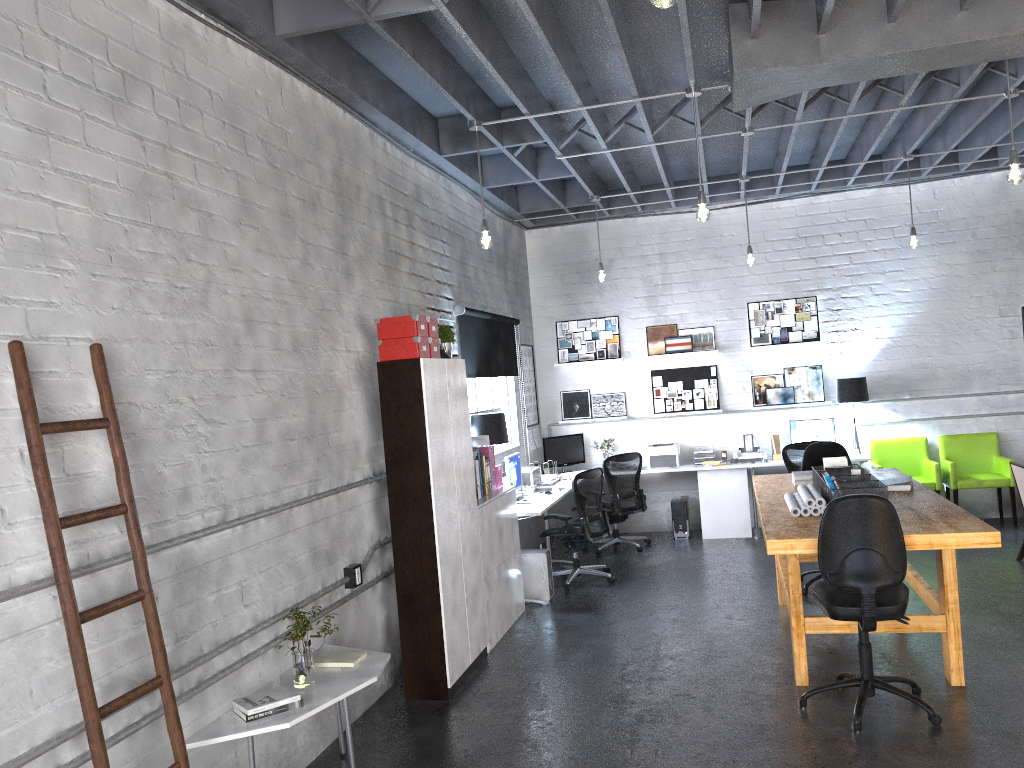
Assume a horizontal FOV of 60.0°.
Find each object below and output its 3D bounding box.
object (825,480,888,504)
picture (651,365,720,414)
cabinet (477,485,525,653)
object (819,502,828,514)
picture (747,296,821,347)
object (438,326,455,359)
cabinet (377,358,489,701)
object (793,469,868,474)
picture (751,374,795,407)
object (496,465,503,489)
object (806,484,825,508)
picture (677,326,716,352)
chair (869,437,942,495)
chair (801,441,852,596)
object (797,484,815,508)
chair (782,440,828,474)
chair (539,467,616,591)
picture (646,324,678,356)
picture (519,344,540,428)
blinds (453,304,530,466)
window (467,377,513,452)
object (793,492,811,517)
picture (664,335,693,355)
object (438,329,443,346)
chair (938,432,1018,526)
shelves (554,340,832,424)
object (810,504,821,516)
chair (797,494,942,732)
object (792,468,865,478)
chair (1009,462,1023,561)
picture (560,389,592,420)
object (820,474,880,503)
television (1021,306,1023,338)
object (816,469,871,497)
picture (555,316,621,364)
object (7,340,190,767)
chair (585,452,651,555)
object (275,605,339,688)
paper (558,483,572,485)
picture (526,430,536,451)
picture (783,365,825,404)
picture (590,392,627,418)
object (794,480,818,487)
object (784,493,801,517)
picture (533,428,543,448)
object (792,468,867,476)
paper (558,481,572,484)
[{"bbox_3d":[2.055,0.678,5.289,0.316,0.156,0.306,-5,0,14],"label":"object"},{"bbox_3d":[1.982,0.064,10.155,0.749,0.503,0.058,-5,1,14],"label":"picture"},{"bbox_3d":[-0.290,1.368,6.762,0.465,1.021,1.151,-5,0,14],"label":"cabinet"},{"bbox_3d":[1.919,0.739,5.515,0.058,0.057,0.635,-5,0,14],"label":"object"},{"bbox_3d":[3.021,-0.692,9.872,0.749,0.503,0.058,-5,1,14],"label":"picture"},{"bbox_3d":[-0.465,-0.280,6.054,0.169,0.240,0.171,-5,1,13],"label":"object"},{"bbox_3d":[-0.484,0.869,5.723,0.291,2.047,0.872,-5,1,14],"label":"cabinet"},{"bbox_3d":[2.326,0.661,6.483,0.520,0.047,0.046,-5,0,14],"label":"object"},{"bbox_3d":[2.920,0.066,9.922,0.452,0.345,0.054,-5,1,14],"label":"picture"},{"bbox_3d":[-0.201,0.760,7.211,0.214,0.177,0.161,-5,1,14],"label":"object"},{"bbox_3d":[1.888,0.692,5.520,0.057,0.057,0.635,-5,0,14],"label":"object"},{"bbox_3d":[2.103,-0.502,10.109,0.410,0.277,0.036,-5,1,14],"label":"picture"},{"bbox_3d":[4.177,1.049,9.416,0.611,0.920,0.515,-5,1,14],"label":"chair"},{"bbox_3d":[2.591,1.057,7.090,0.659,1.165,0.686,-5,1,12],"label":"chair"},{"bbox_3d":[1.833,0.696,5.534,0.057,0.057,0.635,-5,0,14],"label":"object"},{"bbox_3d":[3.008,1.090,9.158,0.731,1.031,0.753,-5,1,-17],"label":"chair"},{"bbox_3d":[0.553,1.294,8.108,0.753,1.031,0.731,-5,1,18],"label":"chair"},{"bbox_3d":[1.729,-0.505,10.204,0.355,0.343,0.042,-5,1,14],"label":"picture"},{"bbox_3d":[0.198,0.015,10.110,0.020,0.935,0.658,-5,1,14],"label":"picture"},{"bbox_3d":[-0.135,0.117,8.558,0.100,1.632,2.118,-5,0,14],"label":"blinds"},{"bbox_3d":[-0.270,0.068,8.589,0.030,1.220,1.821,-5,0,14],"label":"window"},{"bbox_3d":[1.809,0.748,5.542,0.058,0.057,0.635,-5,0,14],"label":"object"},{"bbox_3d":[1.904,-0.445,10.144,0.311,0.196,0.029,-5,1,14],"label":"picture"},{"bbox_3d":[-0.546,-0.273,5.921,0.169,0.240,0.171,-5,1,-37],"label":"object"},{"bbox_3d":[4.849,0.993,9.250,0.611,0.920,0.515,-5,1,14],"label":"chair"},{"bbox_3d":[2.006,-0.007,10.074,3.025,0.694,0.199,-5,1,14],"label":"shelves"},{"bbox_3d":[1.864,0.743,5.528,0.057,0.058,0.635,-5,0,14],"label":"object"},{"bbox_3d":[1.798,1.122,4.646,0.659,1.165,0.686,-5,1,12],"label":"chair"},{"bbox_3d":[2.348,0.659,6.574,0.520,0.047,0.046,-5,0,14],"label":"object"},{"bbox_3d":[4.545,1.057,7.187,0.725,0.842,0.574,-5,1,14],"label":"chair"},{"bbox_3d":[0.754,0.247,10.470,0.355,0.343,0.042,-5,1,14],"label":"picture"},{"bbox_3d":[2.128,0.672,5.588,0.316,0.156,0.306,-5,0,14],"label":"object"},{"bbox_3d":[6.010,-0.458,9.141,1.324,0.816,0.021,-5,1,14],"label":"television"},{"bbox_3d":[2.201,0.666,5.886,0.316,0.156,0.306,-5,0,14],"label":"object"},{"bbox_3d":[0.893,-0.516,10.399,0.749,0.503,0.058,-5,1,14],"label":"picture"},{"bbox_3d":[-1.327,0.901,3.006,0.320,2.121,0.425,-5,1,14],"label":"object"},{"bbox_3d":[1.068,1.251,9.481,0.753,1.031,0.731,-4,1,38],"label":"chair"},{"bbox_3d":[-0.948,1.218,4.115,0.270,0.363,0.297,-5,1,-41],"label":"object"},{"bbox_3d":[0.552,1.023,9.072,0.159,0.001,0.115,-5,0,2],"label":"paper"},{"bbox_3d":[0.217,0.629,9.956,0.036,0.221,0.289,-5,0,14],"label":"picture"},{"bbox_3d":[3.245,0.007,9.849,0.410,0.408,0.047,-5,1,14],"label":"picture"},{"bbox_3d":[1.129,0.249,10.375,0.410,0.277,0.036,-5,1,14],"label":"picture"},{"bbox_3d":[2.302,0.703,6.370,0.520,0.047,0.047,-5,0,14],"label":"object"},{"bbox_3d":[1.754,0.752,5.556,0.057,0.058,0.635,-5,0,14],"label":"object"},{"bbox_3d":[0.300,0.623,10.294,0.036,0.221,0.289,-5,0,14],"label":"picture"},{"bbox_3d":[2.337,0.660,6.528,0.520,0.047,0.046,-5,0,14],"label":"object"},{"bbox_3d":[0.554,1.022,9.199,0.159,0.001,0.115,-5,0,-3],"label":"paper"}]
